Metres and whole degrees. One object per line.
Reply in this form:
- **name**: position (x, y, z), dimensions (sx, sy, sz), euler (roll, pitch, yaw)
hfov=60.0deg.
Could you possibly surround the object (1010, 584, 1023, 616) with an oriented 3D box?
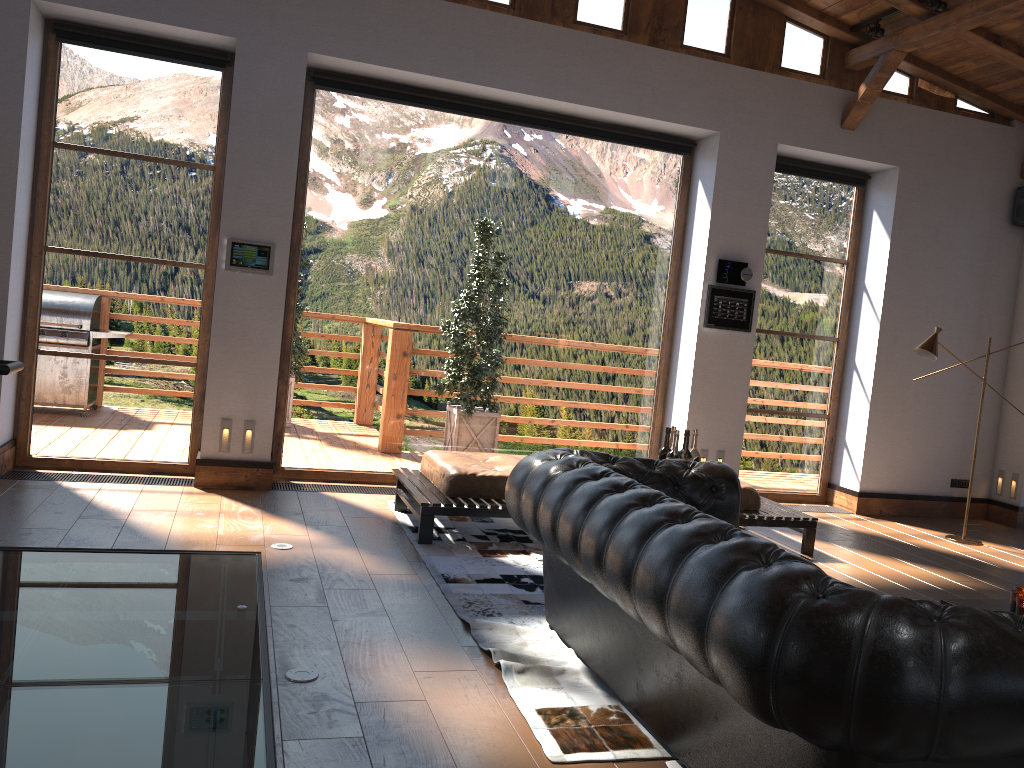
- **object**: position (2.249, 0.939, 3.767), dimensions (0.245, 0.081, 0.304), euler (7, 4, 21)

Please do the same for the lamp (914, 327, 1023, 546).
- **lamp**: position (3.737, 0.332, 7.047), dimensions (1.321, 1.897, 0.528), euler (6, 3, 3)

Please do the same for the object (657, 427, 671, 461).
- **object**: position (0.822, 0.373, 4.738), dimensions (0.087, 0.286, 0.088), euler (7, 3, 22)

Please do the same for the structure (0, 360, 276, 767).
- **structure**: position (-6.648, -0.017, 4.099), dimensions (11.100, 6.393, 9.157), euler (5, 4, -18)

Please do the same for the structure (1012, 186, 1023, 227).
- **structure**: position (4.716, -1.615, 8.088), dimensions (0.215, 0.349, 0.212), euler (5, 3, -18)

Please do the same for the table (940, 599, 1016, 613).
- **table**: position (2.210, 1.152, 3.772), dimensions (0.654, 0.350, 0.398), euler (5, 4, -18)

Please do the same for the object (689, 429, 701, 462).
- **object**: position (0.978, 0.386, 4.790), dimensions (0.087, 0.286, 0.087), euler (6, 3, -8)

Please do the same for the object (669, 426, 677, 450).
- **object**: position (0.866, 0.372, 4.820), dimensions (0.087, 0.286, 0.087), euler (6, 3, -5)

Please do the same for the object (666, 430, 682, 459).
- **object**: position (0.848, 0.382, 4.638), dimensions (0.088, 0.286, 0.087), euler (4, 4, -41)

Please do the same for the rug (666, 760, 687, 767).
- **rug**: position (2.720, 1.460, 2.286), dimensions (4.070, 0.053, 2.418), euler (5, 4, -17)

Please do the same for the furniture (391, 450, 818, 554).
- **furniture**: position (0.610, 0.788, 6.183), dimensions (2.778, 0.436, 1.168), euler (5, 4, -18)

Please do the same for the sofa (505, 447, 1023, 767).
- **sofa**: position (0.815, 0.806, 3.145), dimensions (1.248, 0.837, 2.550), euler (5, 4, -18)

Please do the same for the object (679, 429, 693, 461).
- **object**: position (0.916, 0.384, 4.712), dimensions (0.089, 0.286, 0.086), euler (4, 4, -40)

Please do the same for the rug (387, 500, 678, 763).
- **rug**: position (0.771, 1.082, 4.901), dimensions (2.447, 0.053, 3.787), euler (5, 4, -17)
